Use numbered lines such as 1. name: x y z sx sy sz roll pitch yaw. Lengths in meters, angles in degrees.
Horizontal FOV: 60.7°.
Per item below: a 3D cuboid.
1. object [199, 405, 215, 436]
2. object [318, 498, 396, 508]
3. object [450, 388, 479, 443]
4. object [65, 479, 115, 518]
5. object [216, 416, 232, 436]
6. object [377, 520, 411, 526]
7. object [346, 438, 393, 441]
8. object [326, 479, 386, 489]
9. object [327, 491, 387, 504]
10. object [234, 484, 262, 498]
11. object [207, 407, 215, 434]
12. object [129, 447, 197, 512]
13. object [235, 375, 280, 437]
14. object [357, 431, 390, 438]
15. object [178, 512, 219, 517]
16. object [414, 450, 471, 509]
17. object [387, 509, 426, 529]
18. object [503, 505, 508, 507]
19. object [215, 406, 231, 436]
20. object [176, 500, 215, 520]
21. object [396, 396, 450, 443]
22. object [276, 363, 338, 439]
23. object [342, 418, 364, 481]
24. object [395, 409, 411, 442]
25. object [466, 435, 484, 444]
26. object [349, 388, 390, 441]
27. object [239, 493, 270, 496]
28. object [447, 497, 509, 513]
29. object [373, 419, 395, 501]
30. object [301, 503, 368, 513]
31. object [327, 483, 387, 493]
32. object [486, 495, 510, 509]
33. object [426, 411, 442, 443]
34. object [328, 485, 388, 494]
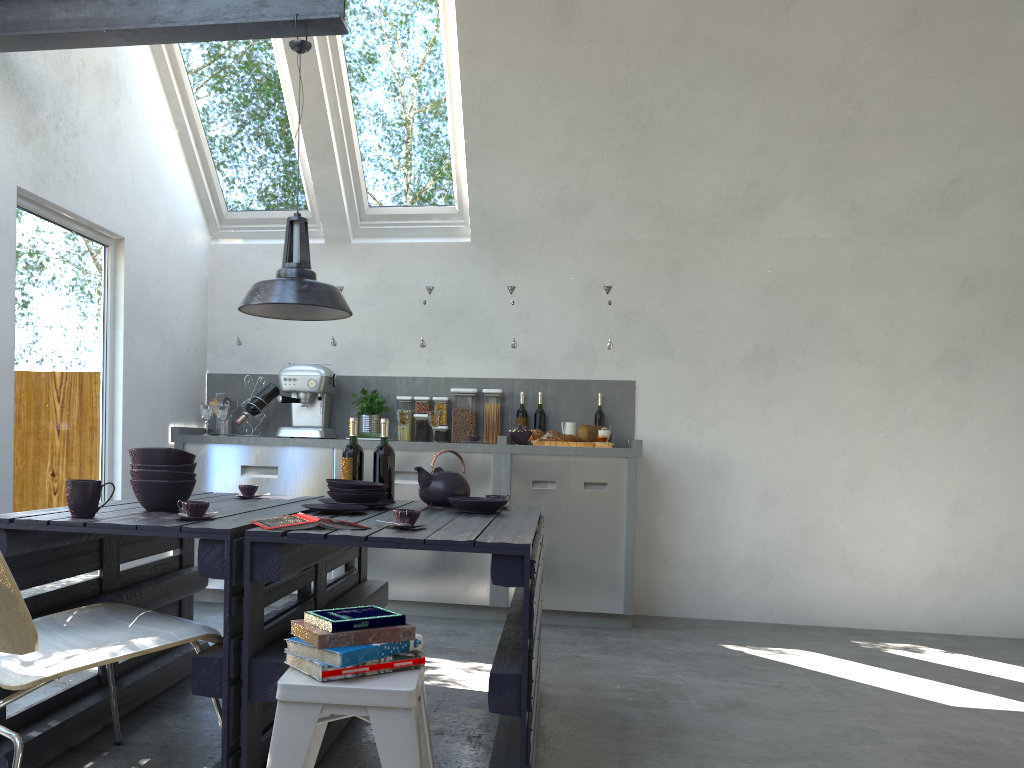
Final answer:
1. object: -1.917 0.228 5.493 0.099 0.192 0.098 2 0 0
2. object: -0.587 0.454 3.315 0.313 0.024 0.278 -1 -5 38
3. object: -0.307 0.210 5.617 0.178 0.354 0.126 2 0 7
4. object: -1.258 0.341 2.597 0.129 0.109 0.101 2 -1 -1
5. object: -1.921 0.281 5.833 0.100 0.132 0.113 3 -1 -42
6. object: -0.349 0.409 2.557 0.140 0.013 0.026 -1 -4 34
7. object: -0.871 0.339 5.372 0.266 0.012 0.179 1 -4 5
8. object: -0.592 0.393 3.313 0.233 0.058 0.226 1 -4 6
9. object: -0.587 0.433 3.312 0.216 0.047 0.243 5 -5 -43
10. object: -1.098 0.446 3.642 0.115 0.056 0.117 2 -3 -6
11. object: -1.963 0.237 5.634 0.094 0.192 0.102 2 0 -23
12. object: -1.161 0.317 2.914 0.197 0.214 0.210 2 -1 7
13. object: -1.685 0.143 5.653 0.247 0.394 0.313 2 -1 35
14. object: -0.892 0.315 5.374 0.289 0.053 0.136 0 -4 23
15. object: -0.959 0.399 2.674 0.029 0.013 0.124 -1 -5 43
16. object: -0.269 0.377 3.481 0.216 0.232 0.214 2 -1 8
17. object: -0.309 0.394 2.567 0.120 0.056 0.113 1 -3 14
18. object: -0.040 0.480 3.421 0.029 0.013 0.127 1 -4 15
19. object: -1.834 0.235 5.548 0.104 0.192 0.093 2 0 29
20. object: -0.951 0.379 2.631 0.115 0.056 0.117 2 -3 -6
21. object: -0.575 0.233 5.647 0.348 0.294 0.104 1 0 9
22. object: -1.312 0.101 5.595 0.364 0.500 0.422 2 -1 6
23. object: -0.656 0.312 3.611 0.097 0.345 0.085 3 1 45
24. object: -0.657 0.251 5.272 0.093 0.192 0.104 2 0 -35
25. object: -0.225 0.332 5.234 0.121 0.056 0.111 0 -3 22
26. object: -0.924 0.194 5.632 0.233 0.342 0.265 2 -1 -41
27. object: -1.084 0.466 3.680 0.128 0.013 0.028 3 -3 -14
28. object: -0.128 0.449 3.244 0.216 0.047 0.243 5 -5 -43
29. object: -0.526 0.315 3.598 0.096 0.345 0.086 2 1 40
30. object: -0.617 0.434 3.047 0.241 0.019 0.229 1 -4 11
31. object: -0.587 0.405 3.316 0.235 0.063 0.223 1 -4 11
32. object: -0.064 0.465 3.457 0.116 0.056 0.116 2 -3 -1
33. object: -0.479 0.264 5.382 0.098 0.192 0.099 2 0 -5
34. object: -0.585 0.418 3.312 0.234 0.063 0.224 1 -4 11
